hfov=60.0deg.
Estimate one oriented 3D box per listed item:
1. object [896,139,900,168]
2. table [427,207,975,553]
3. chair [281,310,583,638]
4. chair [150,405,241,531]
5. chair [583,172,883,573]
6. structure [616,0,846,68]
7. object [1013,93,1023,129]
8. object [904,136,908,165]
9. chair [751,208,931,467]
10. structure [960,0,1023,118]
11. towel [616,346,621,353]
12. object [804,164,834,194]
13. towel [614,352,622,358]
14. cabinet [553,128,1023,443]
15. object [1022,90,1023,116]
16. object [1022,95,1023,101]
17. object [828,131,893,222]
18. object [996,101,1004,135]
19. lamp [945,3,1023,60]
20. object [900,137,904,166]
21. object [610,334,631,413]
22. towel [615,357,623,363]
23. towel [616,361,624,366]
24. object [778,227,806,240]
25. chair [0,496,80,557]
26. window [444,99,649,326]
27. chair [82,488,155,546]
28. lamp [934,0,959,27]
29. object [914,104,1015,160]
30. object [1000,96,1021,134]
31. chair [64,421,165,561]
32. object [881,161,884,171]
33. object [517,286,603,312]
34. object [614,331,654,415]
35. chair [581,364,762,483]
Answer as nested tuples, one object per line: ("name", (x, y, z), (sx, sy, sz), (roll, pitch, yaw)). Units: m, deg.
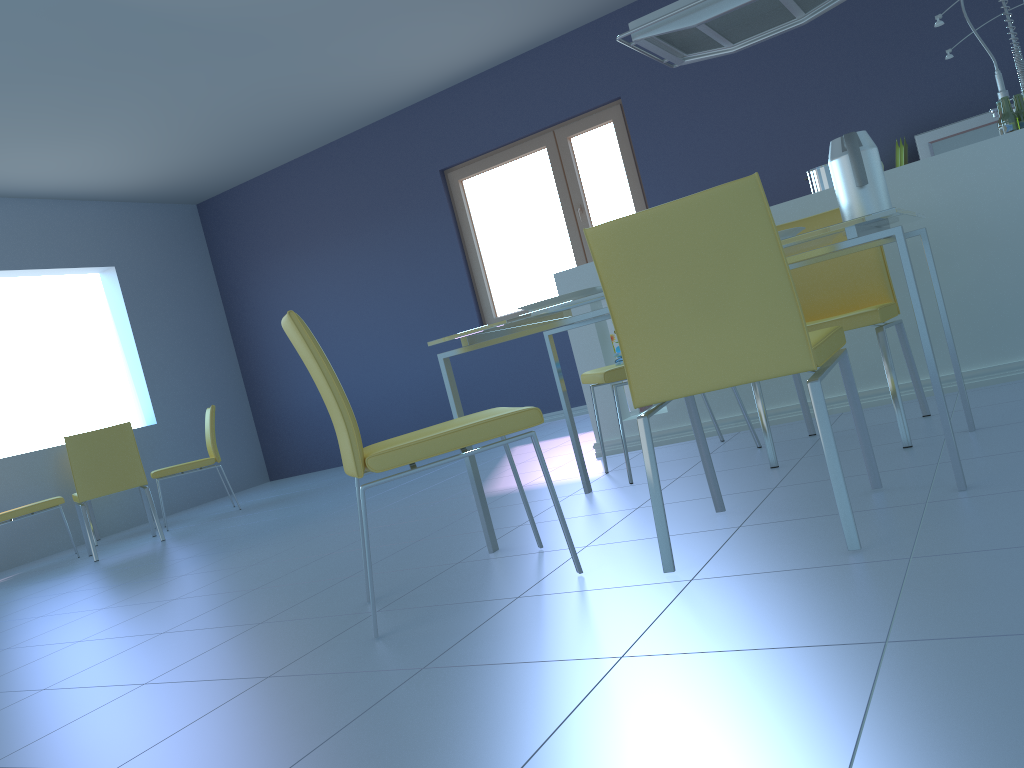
("object", (2.133, -1.246, 4.912), (0.053, 0.214, 0.220), (-14, 2, 27))
("table", (0.515, 0.002, 2.371), (1.173, 0.590, 0.730), (-14, 2, 30))
("chair", (-0.200, 0.136, 2.040), (0.484, 0.695, 0.387), (-15, 1, -12))
("chair", (-2.101, 0.538, 5.793), (0.484, 0.699, 0.387), (-15, 2, -24))
("chair", (0.470, -0.033, 1.849), (0.387, 0.695, 0.484), (-14, 2, 28))
("structure", (0.834, -1.891, 3.511), (0.895, 0.962, 0.695), (-14, 2, 30))
("object", (1.758, -0.903, 3.050), (0.052, 0.187, 0.052), (-16, 2, -41))
("object", (2.169, -1.255, 4.893), (0.053, 0.214, 0.220), (-14, 2, 27))
("chair", (0.934, -0.172, 2.634), (0.387, 0.695, 0.484), (-14, 2, 33))
("structure", (2.106, -1.391, 3.822), (0.178, 0.920, 0.308), (-14, 2, 29))
("towel", (0.478, -0.143, 3.078), (0.195, 0.033, 0.190), (-15, 2, -34))
("object", (1.212, -0.777, 3.372), (0.170, 0.106, 0.157), (-14, 1, 13))
("towel", (0.479, -0.127, 3.080), (0.195, 0.027, 0.192), (-16, 2, -39))
("cabinet", (1.559, -0.423, 4.255), (2.139, 0.800, 2.200), (-14, 2, 30))
("object", (1.753, -0.900, 2.983), (0.052, 0.187, 0.052), (-16, 2, -41))
("object", (1.800, -0.917, 3.111), (0.052, 0.190, 0.052), (-15, 1, -5))
("object", (0.857, -0.502, 2.178), (0.132, 0.222, 0.146), (-15, 1, -17))
("object", (1.736, -0.901, 3.112), (0.052, 0.190, 0.052), (-15, 1, -5))
("lamp", (2.224, -1.658, 4.140), (0.400, 0.134, 0.037), (-14, 2, 30))
("object", (2.151, -1.251, 4.903), (0.053, 0.214, 0.220), (-14, 2, 27))
("object", (0.478, -0.045, 3.982), (0.050, 0.365, 0.085), (-14, 2, 28))
("towel", (0.482, -0.111, 3.078), (0.195, 0.024, 0.201), (-15, 2, -35))
("towel", (0.486, -0.098, 3.084), (0.195, 0.024, 0.201), (-16, 2, -40))
("object", (0.555, -0.316, 2.027), (0.228, 0.020, 0.228), (-14, 2, 27))
("chair", (-2.964, 0.771, 5.341), (0.484, 0.695, 0.387), (-15, 2, -29))
("window", (0.273, -1.114, 6.196), (1.475, 1.263, 0.142), (-14, 2, 30))
("chair", (-2.739, 0.694, 6.069), (0.387, 0.695, 0.484), (-15, 2, -24))
("lamp", (1.856, -1.546, 3.477), (0.400, 0.134, 0.037), (-14, 2, 30))
("object", (2.483, -1.216, 4.633), (0.611, 0.350, 0.367), (-14, 2, 30))
("object", (1.704, -0.889, 3.031), (0.052, 0.187, 0.052), (-16, 2, -41))
("chair", (-2.299, 0.605, 5.085), (0.387, 0.695, 0.484), (-15, 2, -29))
("object", (2.066, -1.174, 4.955), (0.039, 0.136, 0.140), (-14, 2, 26))
("object", (0.136, -0.213, 2.277), (0.228, 0.020, 0.228), (-14, 2, 27))
("object", (0.508, -0.076, 3.679), (0.067, 0.423, 0.229), (-15, 2, -29))
("chair", (0.509, -0.073, 3.091), (0.484, 0.695, 0.387), (-15, 1, -6))
